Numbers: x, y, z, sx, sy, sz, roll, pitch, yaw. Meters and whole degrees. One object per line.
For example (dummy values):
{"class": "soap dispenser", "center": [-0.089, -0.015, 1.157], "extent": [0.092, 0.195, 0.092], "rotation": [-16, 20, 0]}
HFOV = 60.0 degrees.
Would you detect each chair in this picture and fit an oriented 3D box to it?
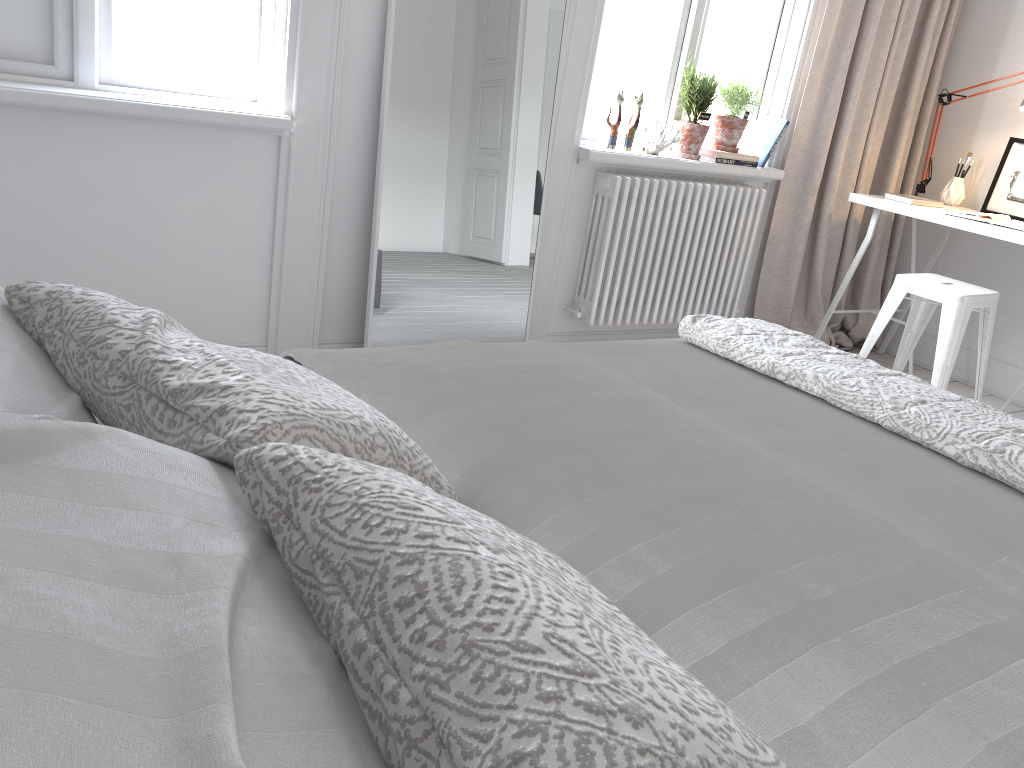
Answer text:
{"class": "chair", "center": [1.685, -0.153, 3.593], "extent": [0.409, 0.527, 0.408], "rotation": [-6, 25, -37]}

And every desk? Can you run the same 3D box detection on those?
{"class": "desk", "center": [1.968, -0.290, 3.736], "extent": [0.641, 0.775, 1.164], "rotation": [-4, 23, -33]}

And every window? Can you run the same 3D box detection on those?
{"class": "window", "center": [-1.103, -1.547, 2.279], "extent": [1.047, 1.535, 0.079], "rotation": [-4, 23, -33]}
{"class": "window", "center": [0.756, -1.677, 3.486], "extent": [1.047, 1.535, 0.079], "rotation": [-4, 23, -33]}

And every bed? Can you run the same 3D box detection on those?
{"class": "bed", "center": [0.204, 0.152, 1.124], "extent": [2.176, 1.167, 1.890], "rotation": [-4, 24, -33]}

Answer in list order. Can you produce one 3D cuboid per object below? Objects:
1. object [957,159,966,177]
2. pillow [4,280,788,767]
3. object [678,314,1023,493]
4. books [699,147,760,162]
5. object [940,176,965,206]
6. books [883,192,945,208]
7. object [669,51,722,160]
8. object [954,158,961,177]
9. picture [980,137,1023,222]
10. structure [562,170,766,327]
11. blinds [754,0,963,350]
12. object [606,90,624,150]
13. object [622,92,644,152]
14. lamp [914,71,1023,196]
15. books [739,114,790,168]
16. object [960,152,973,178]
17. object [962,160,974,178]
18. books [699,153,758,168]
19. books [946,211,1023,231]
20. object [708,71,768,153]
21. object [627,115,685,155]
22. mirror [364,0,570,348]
{"class": "object", "center": [2.038, -0.928, 4.070], "extent": [0.054, 0.207, 0.008], "rotation": [-11, 28, -45]}
{"class": "pillow", "center": [-0.164, 0.119, 0.898], "extent": [0.415, 0.225, 1.147], "rotation": [-8, 26, -40]}
{"class": "object", "center": [0.911, 0.127, 1.584], "extent": [0.405, 0.104, 1.461], "rotation": [-4, 24, -33]}
{"class": "books", "center": [0.906, -0.978, 3.768], "extent": [0.246, 0.025, 0.157], "rotation": [-3, 23, -31]}
{"class": "object", "center": [2.028, -0.886, 4.070], "extent": [0.101, 0.126, 0.101], "rotation": [-4, 23, -33]}
{"class": "books", "center": [1.748, -0.800, 3.857], "extent": [0.207, 0.024, 0.150], "rotation": [-1, 22, -27]}
{"class": "object", "center": [0.744, -1.123, 3.587], "extent": [0.183, 0.410, 0.199], "rotation": [15, 20, 15]}
{"class": "object", "center": [2.026, -0.930, 4.067], "extent": [0.008, 0.207, 0.054], "rotation": [16, 21, 19]}
{"class": "picture", "center": [2.193, -0.869, 3.793], "extent": [0.062, 0.333, 0.261], "rotation": [-4, 23, -33]}
{"class": "structure", "center": [0.647, -0.569, 3.759], "extent": [0.935, 0.599, 0.216], "rotation": [-4, 23, -33]}
{"class": "blinds", "center": [1.661, -1.415, 3.876], "extent": [0.831, 2.677, 0.225], "rotation": [-4, 23, -33]}
{"class": "object", "center": [0.398, -1.023, 3.422], "extent": [0.052, 0.224, 0.045], "rotation": [21, 22, 29]}
{"class": "object", "center": [0.473, -1.020, 3.449], "extent": [0.045, 0.224, 0.052], "rotation": [11, 20, 6]}
{"class": "lamp", "center": [2.020, -1.049, 3.815], "extent": [0.164, 0.744, 0.569], "rotation": [-6, 25, -37]}
{"class": "books", "center": [1.086, -1.057, 3.855], "extent": [0.101, 0.211, 0.175], "rotation": [-2, 23, -30]}
{"class": "object", "center": [2.054, -0.939, 4.057], "extent": [0.028, 0.239, 0.023], "rotation": [-5, 24, -36]}
{"class": "object", "center": [2.048, -0.920, 4.050], "extent": [0.054, 0.207, 0.008], "rotation": [24, 24, 35]}
{"class": "books", "center": [0.904, -0.958, 3.783], "extent": [0.245, 0.022, 0.157], "rotation": [-2, 23, -29]}
{"class": "books", "center": [1.944, -0.651, 3.526], "extent": [0.358, 0.029, 0.291], "rotation": [25, 25, 38]}
{"class": "object", "center": [0.935, -1.135, 3.709], "extent": [0.220, 0.318, 0.211], "rotation": [10, 20, 2]}
{"class": "object", "center": [0.578, -0.983, 3.530], "extent": [0.212, 0.149, 0.186], "rotation": [0, 22, -25]}
{"class": "mirror", "center": [-0.148, -0.807, 3.058], "extent": [0.669, 1.552, 0.145], "rotation": [-4, 23, -33]}
